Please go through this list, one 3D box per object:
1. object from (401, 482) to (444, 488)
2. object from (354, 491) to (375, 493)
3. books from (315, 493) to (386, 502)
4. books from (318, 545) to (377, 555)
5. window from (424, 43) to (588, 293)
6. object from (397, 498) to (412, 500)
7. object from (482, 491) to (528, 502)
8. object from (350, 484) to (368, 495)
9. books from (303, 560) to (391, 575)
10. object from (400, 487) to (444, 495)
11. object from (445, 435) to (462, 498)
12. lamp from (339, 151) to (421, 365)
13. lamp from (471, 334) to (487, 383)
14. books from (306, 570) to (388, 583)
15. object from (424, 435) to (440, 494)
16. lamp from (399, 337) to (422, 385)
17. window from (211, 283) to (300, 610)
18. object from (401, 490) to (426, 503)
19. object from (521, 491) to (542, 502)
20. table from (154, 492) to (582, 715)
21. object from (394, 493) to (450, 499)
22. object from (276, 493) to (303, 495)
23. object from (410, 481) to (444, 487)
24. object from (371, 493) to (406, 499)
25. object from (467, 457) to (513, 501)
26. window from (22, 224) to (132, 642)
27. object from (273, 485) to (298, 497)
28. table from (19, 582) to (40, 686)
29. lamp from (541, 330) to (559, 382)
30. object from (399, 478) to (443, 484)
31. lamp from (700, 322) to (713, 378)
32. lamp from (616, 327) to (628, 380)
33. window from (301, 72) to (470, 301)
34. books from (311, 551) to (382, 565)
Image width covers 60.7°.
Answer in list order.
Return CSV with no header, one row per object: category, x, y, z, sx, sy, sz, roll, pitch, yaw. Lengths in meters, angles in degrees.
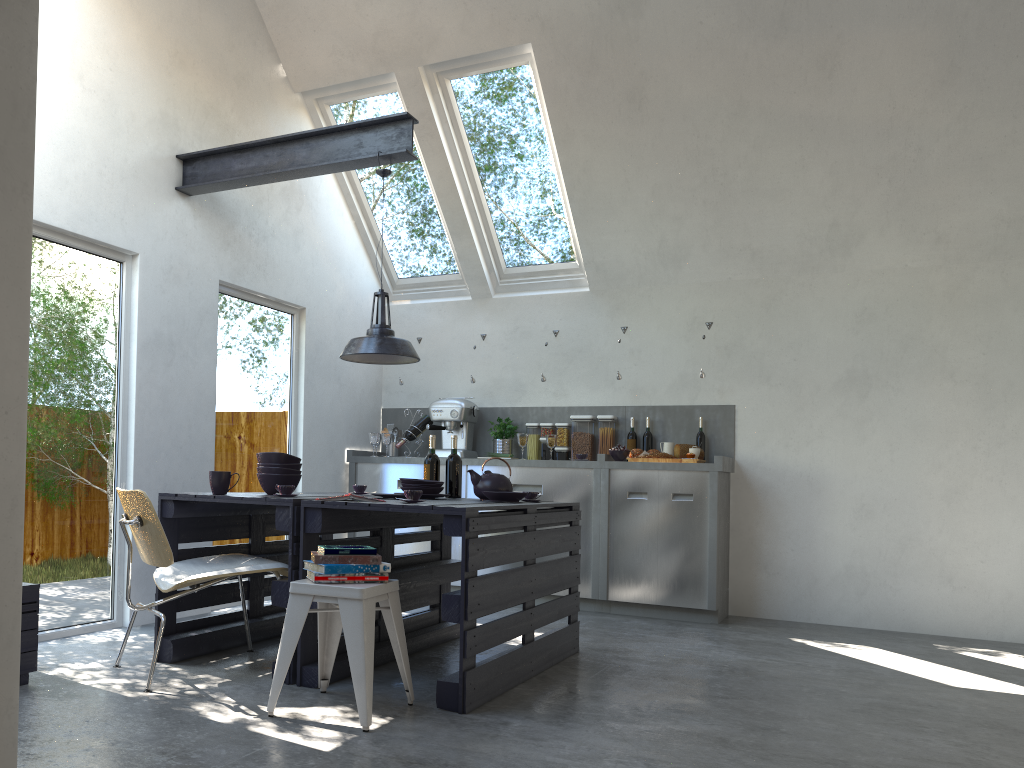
object,-0.467,0.546,4.544,0.241,0.063,0.218,-1,-7,29
object,-0.845,0.625,5.033,0.133,0.013,0.027,1,-5,4
books,-0.711,0.498,3.850,0.301,0.030,0.227,3,-6,-7
books,-0.639,0.644,3.386,0.198,0.025,0.149,4,-6,-18
window,0.022,-1.486,6.343,0.872,1.385,1.415,1,-4,23
object,-0.470,0.501,3.781,0.026,0.013,0.140,6,-7,-40
object,-0.036,0.559,4.339,0.219,0.047,0.240,5,-7,-25
object,-0.870,0.604,5.003,0.119,0.056,0.113,1,-5,12
books,-0.640,0.705,3.383,0.270,0.033,0.209,6,-7,-34
object,-0.469,0.561,4.545,0.219,0.047,0.240,5,-7,-25
object,-0.318,0.453,4.792,0.086,0.344,0.096,3,-2,-32
lamp,-0.688,-0.675,4.634,0.453,1.094,0.411,1,-2,25
lamp,-0.263,-0.206,6.909,0.061,0.434,0.330,1,-3,12
books,-0.640,0.739,3.382,0.275,0.035,0.205,4,-6,-18
object,-0.443,0.454,4.845,0.087,0.344,0.096,2,-2,-27
lamp,-0.838,-0.192,7.191,0.063,0.436,0.318,1,-3,22
window,-1.800,0.452,6.054,0.062,2.122,0.942,1,-2,22
object,-0.427,0.485,3.778,0.123,0.056,0.110,-2,-6,32
object,0.094,0.581,4.515,0.120,0.056,0.112,0,-5,17
table,-0.654,0.967,4.392,1.682,0.794,1.441,-1,-6,25
object,-0.468,0.582,4.546,0.280,0.024,0.313,6,-7,-34
object,-1.037,0.515,4.076,0.126,0.013,0.029,5,-6,-27
object,-0.467,0.534,4.548,0.242,0.063,0.217,-1,-7,29
object,-0.582,0.553,4.311,0.247,0.019,0.223,-2,-7,29
object,-0.101,0.501,4.603,0.223,0.232,0.208,0,-4,26
window,-2.403,0.273,4.576,0.062,2.122,0.942,1,-2,22
object,-1.042,0.493,4.035,0.119,0.056,0.113,1,-5,12
table,-2.385,0.996,3.367,0.550,0.413,0.887,0,-6,23
lamp,0.278,-0.218,6.634,0.063,0.436,0.318,1,-3,22
object,-0.473,0.522,4.549,0.240,0.058,0.219,-1,-6,24
lamp,1.346,-0.242,6.101,0.063,0.436,0.318,1,-3,22
lamp,0.805,-0.230,6.376,0.061,0.434,0.330,1,-3,12
window,-0.904,-1.457,6.813,0.872,1.392,1.422,1,-4,23
books,-0.644,0.672,3.385,0.248,0.032,0.180,3,-6,-13
